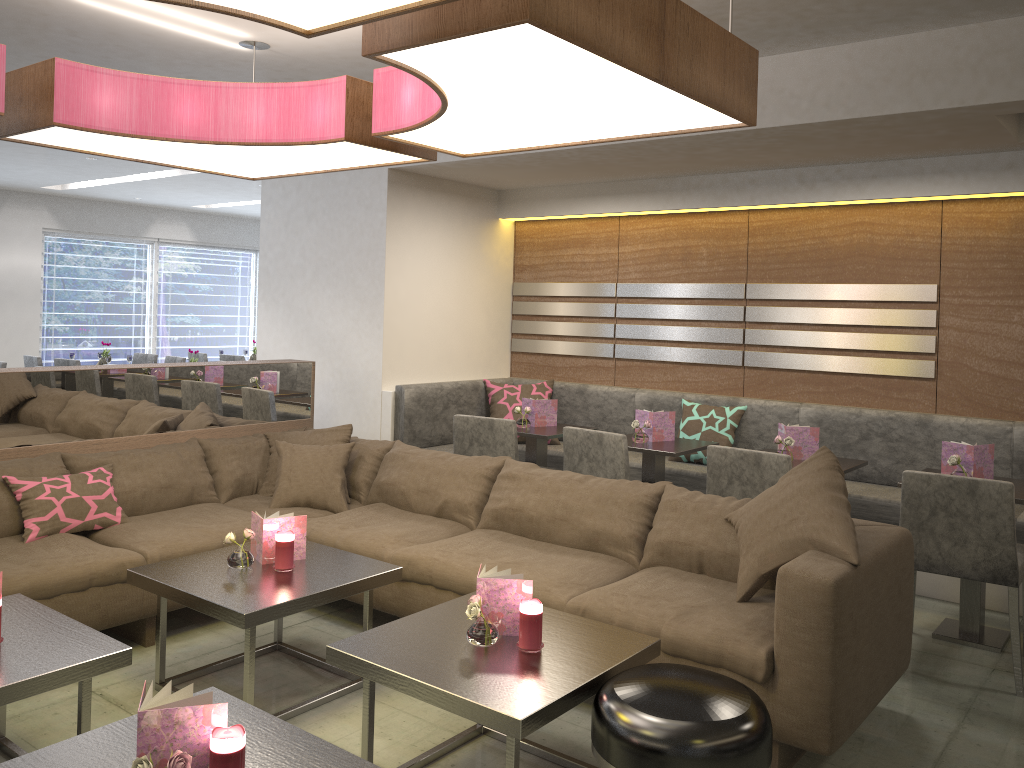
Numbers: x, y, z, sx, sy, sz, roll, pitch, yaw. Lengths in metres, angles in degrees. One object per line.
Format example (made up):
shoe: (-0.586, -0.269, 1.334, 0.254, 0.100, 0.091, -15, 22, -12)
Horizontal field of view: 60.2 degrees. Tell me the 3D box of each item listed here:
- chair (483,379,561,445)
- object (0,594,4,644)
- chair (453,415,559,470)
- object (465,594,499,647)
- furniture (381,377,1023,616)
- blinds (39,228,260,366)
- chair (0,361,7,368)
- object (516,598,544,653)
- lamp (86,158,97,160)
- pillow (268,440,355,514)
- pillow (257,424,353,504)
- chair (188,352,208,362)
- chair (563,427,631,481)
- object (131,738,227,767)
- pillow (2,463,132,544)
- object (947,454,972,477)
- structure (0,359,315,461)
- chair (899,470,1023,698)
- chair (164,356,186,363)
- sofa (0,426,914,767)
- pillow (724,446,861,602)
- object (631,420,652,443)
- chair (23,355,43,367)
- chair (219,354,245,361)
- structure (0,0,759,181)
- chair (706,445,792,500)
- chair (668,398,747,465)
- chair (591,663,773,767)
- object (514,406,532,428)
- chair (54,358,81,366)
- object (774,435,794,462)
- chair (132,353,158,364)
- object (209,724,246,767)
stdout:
chair: (0.062, 0.187, 5.862, 0.491, 0.427, 0.296, 1, 2, -9)
object: (-1.367, 0.618, 2.305, 0.075, 0.128, 0.075, 2, 1, 10)
chair: (-0.047, 0.543, 4.871, 0.477, 0.761, 0.492, 3, 2, 30)
object: (-0.081, 0.647, 2.421, 0.095, 0.129, 0.106, 2, 2, -3)
furniture: (0.910, 0.674, 3.033, 5.659, 0.852, 4.259, 5, 6, 37)
blinds: (-4.301, -0.862, 11.555, 0.045, 2.040, 3.653, 2, 3, 38)
chair: (-4.659, 0.187, 7.562, 0.478, 0.761, 0.492, 3, 2, 43)
object: (0.051, 0.652, 2.394, 0.075, 0.128, 0.075, 2, 1, 0)
lamp: (-3.521, -1.885, 7.398, 0.089, 0.007, 0.089, 1, 5, -7)
pillow: (-0.936, 0.440, 4.144, 0.380, 0.322, 0.235, 1, 2, -8)
pillow: (-1.008, 0.392, 4.342, 0.526, 0.394, 0.292, 2, 2, 7)
chair: (-3.392, 0.017, 10.088, 0.478, 0.761, 0.492, 3, 2, 43)
chair: (0.542, 0.596, 4.433, 0.478, 0.761, 0.492, 3, 2, 44)
object: (-0.582, 0.703, 1.578, 0.193, 0.125, 0.095, 0, 2, -21)
pillow: (-1.773, 0.472, 3.546, 0.180, 0.252, 0.464, 3, 4, 33)
object: (1.886, 0.359, 3.717, 0.096, 0.125, 0.105, 3, 2, 38)
structure: (-2.365, 0.456, 3.580, 0.224, 1.006, 3.776, 2, 4, 38)
chair: (1.766, 0.710, 3.473, 0.478, 0.761, 0.492, 3, 2, 34)
chair: (-3.616, 0.106, 8.917, 0.478, 0.761, 0.492, 3, 2, 43)
sofa: (-1.017, 0.750, 2.524, 3.186, 0.674, 3.769, 5, 6, 37)
pillow: (0.913, 0.456, 2.864, 0.298, 0.512, 0.622, 1, 3, -39)
object: (0.676, 0.247, 4.653, 0.110, 0.125, 0.092, 1, 2, -20)
chair: (-4.478, 0.101, 8.677, 0.478, 0.761, 0.492, 3, 2, 43)
chair: (-2.939, 0.053, 9.812, 0.477, 0.761, 0.492, 3, 2, 33)
structure: (-0.969, -1.107, 2.407, 2.451, 0.618, 2.444, 5, 6, 37)
chair: (1.144, 0.652, 3.961, 0.478, 0.761, 0.492, 3, 2, 40)
chair: (1.151, 0.303, 5.221, 0.427, 0.395, 0.219, 4, 2, 38)
chair: (0.398, 0.937, 2.110, 0.423, 0.450, 0.423, 2, 2, 19)
object: (0.066, 0.191, 5.114, 0.107, 0.125, 0.094, 1, 2, -10)
chair: (-4.025, 0.137, 8.402, 0.477, 0.761, 0.492, 3, 2, 33)
object: (1.287, 0.304, 4.174, 0.094, 0.125, 0.102, 2, 2, 2)
chair: (-4.043, 0.066, 9.256, 0.477, 0.761, 0.492, 3, 2, 33)
object: (-0.521, 0.699, 1.618, 0.075, 0.128, 0.075, 2, 1, 0)
